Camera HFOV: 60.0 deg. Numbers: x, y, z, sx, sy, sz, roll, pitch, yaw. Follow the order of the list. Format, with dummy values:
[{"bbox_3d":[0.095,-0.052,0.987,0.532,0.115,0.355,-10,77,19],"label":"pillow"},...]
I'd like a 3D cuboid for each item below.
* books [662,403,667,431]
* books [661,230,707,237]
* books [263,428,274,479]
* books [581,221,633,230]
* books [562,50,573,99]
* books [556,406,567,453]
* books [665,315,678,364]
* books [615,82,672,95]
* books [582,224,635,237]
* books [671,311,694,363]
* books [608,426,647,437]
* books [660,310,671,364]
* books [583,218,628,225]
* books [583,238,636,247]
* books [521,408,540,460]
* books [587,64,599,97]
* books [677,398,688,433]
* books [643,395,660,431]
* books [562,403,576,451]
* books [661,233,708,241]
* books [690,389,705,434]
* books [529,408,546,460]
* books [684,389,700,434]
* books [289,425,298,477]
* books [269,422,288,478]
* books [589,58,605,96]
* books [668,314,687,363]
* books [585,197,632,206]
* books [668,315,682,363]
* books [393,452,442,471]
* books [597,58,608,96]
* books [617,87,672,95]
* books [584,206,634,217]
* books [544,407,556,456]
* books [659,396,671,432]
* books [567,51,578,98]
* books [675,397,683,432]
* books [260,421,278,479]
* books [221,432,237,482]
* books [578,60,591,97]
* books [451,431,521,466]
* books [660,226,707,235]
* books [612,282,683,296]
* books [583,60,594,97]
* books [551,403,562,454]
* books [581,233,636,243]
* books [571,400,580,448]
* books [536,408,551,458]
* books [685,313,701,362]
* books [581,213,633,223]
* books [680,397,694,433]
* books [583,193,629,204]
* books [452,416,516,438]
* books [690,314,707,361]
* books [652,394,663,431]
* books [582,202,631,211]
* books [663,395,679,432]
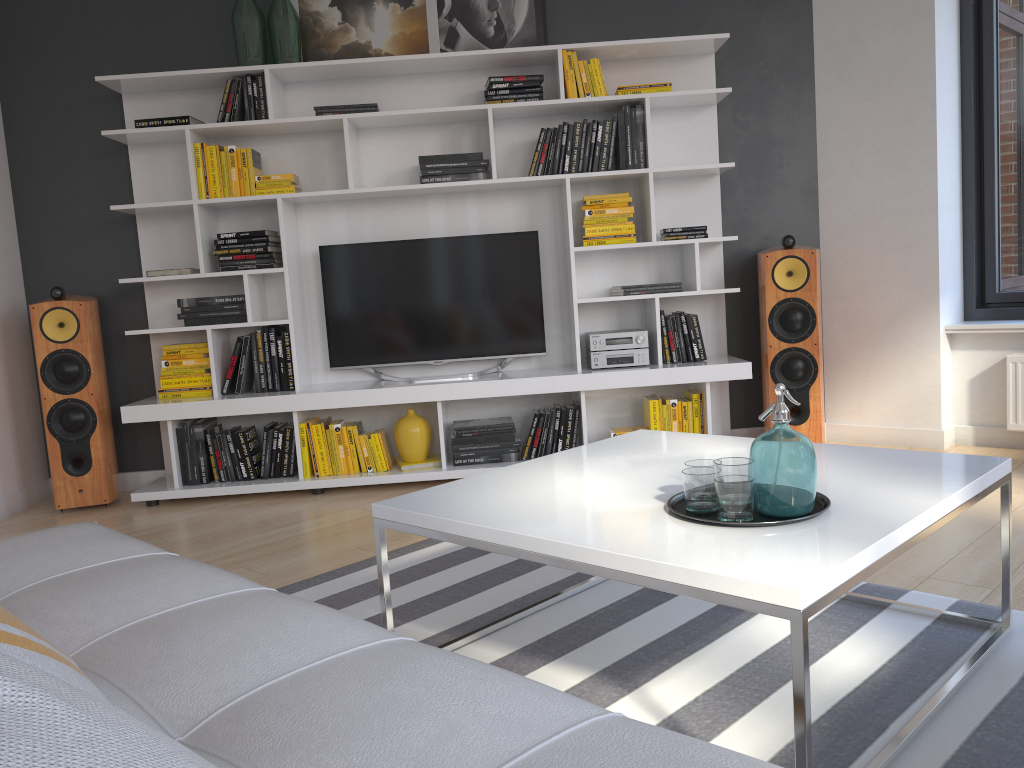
[{"bbox_3d":[0.751,0.209,4.430,0.024,0.229,0.156,-4,6,-1],"label":"books"},{"bbox_3d":[0.849,-0.743,4.402,0.198,0.015,0.142,-4,6,-2],"label":"books"},{"bbox_3d":[-1.195,0.341,4.420,0.069,0.242,0.172,-4,6,0],"label":"books"},{"bbox_3d":[0.475,-0.795,4.458,0.251,0.014,0.189,-4,6,3],"label":"books"},{"bbox_3d":[0.261,-1.480,4.293,0.041,0.229,0.161,-4,6,-2],"label":"books"},{"bbox_3d":[0.240,0.237,4.441,0.068,0.243,0.179,-4,6,-2],"label":"books"},{"bbox_3d":[0.788,-0.227,4.477,0.053,0.240,0.189,-4,6,0],"label":"books"},{"bbox_3d":[0.641,-1.438,4.355,0.257,0.024,0.203,-4,6,3],"label":"books"},{"bbox_3d":[0.480,-0.765,4.447,0.243,0.042,0.189,-4,6,0],"label":"books"},{"bbox_3d":[0.862,-0.240,4.474,0.066,0.255,0.193,-4,6,-1],"label":"books"},{"bbox_3d":[0.582,0.243,4.454,0.186,0.026,0.138,-4,6,0],"label":"books"},{"bbox_3d":[0.755,-0.241,4.479,0.053,0.268,0.202,-4,6,-1],"label":"books"},{"bbox_3d":[0.465,-0.809,4.436,0.217,0.023,0.145,-4,6,4],"label":"books"},{"bbox_3d":[0.486,-0.706,4.441,0.257,0.028,0.194,-4,6,5],"label":"books"},{"bbox_3d":[0.091,0.251,4.442,0.104,0.234,0.182,-4,6,0],"label":"books"},{"bbox_3d":[0.386,-1.453,4.285,0.046,0.161,0.108,-4,6,-1],"label":"books"},{"bbox_3d":[0.852,0.195,4.445,0.024,0.234,0.172,-4,6,0],"label":"books"},{"bbox_3d":[0.701,0.195,4.447,0.044,0.255,0.198,-4,6,0],"label":"books"},{"bbox_3d":[0.276,0.229,4.445,0.084,0.249,0.191,-4,6,0],"label":"books"},{"bbox_3d":[0.852,-0.724,4.401,0.213,0.023,0.161,-4,6,3],"label":"books"},{"bbox_3d":[0.932,0.170,4.462,0.025,0.270,0.213,-4,6,0],"label":"books"},{"bbox_3d":[0.124,0.249,4.447,0.096,0.234,0.187,-4,6,0],"label":"books"},{"bbox_3d":[0.906,0.173,4.453,0.029,0.270,0.204,-4,6,0],"label":"books"},{"bbox_3d":[-1.074,0.319,4.445,0.066,0.260,0.197,-4,6,0],"label":"books"},{"bbox_3d":[-1.172,0.329,4.445,0.075,0.254,0.192,-4,6,-1],"label":"books"},{"bbox_3d":[0.408,-1.468,4.298,0.064,0.184,0.141,-4,6,1],"label":"books"},{"bbox_3d":[0.834,-0.232,4.463,0.050,0.242,0.169,-4,6,-1],"label":"books"},{"bbox_3d":[0.482,-0.909,4.439,0.223,0.023,0.163,-4,6,4],"label":"books"},{"bbox_3d":[0.812,-0.227,4.471,0.049,0.236,0.170,-4,6,0],"label":"books"},{"bbox_3d":[-0.476,0.390,4.463,0.204,0.029,0.270,-6,7,-15],"label":"books"},{"bbox_3d":[0.431,-1.471,4.307,0.044,0.184,0.142,-4,6,0],"label":"books"},{"bbox_3d":[0.646,-1.412,4.349,0.257,0.028,0.194,-4,6,5],"label":"books"},{"bbox_3d":[0.484,-0.858,4.446,0.239,0.033,0.176,-4,6,3],"label":"books"},{"bbox_3d":[0.190,0.243,4.421,0.069,0.242,0.172,-4,6,0],"label":"books"},{"bbox_3d":[0.771,0.192,4.447,0.019,0.251,0.180,-4,6,0],"label":"books"},{"bbox_3d":[0.283,-1.481,4.312,0.041,0.224,0.163,-4,6,-2],"label":"books"},{"bbox_3d":[0.828,0.194,4.448,0.023,0.239,0.169,-4,6,0],"label":"books"},{"bbox_3d":[-1.218,0.329,4.447,0.066,0.260,0.197,-4,6,0],"label":"books"},{"bbox_3d":[-1.391,0.353,4.420,0.050,0.242,0.169,-4,6,-1],"label":"books"},{"bbox_3d":[0.346,-1.462,4.302,0.054,0.180,0.132,-4,6,0],"label":"books"},{"bbox_3d":[-0.133,0.310,4.475,0.343,0.137,0.277,-5,6,-5],"label":"books"},{"bbox_3d":[0.850,-0.764,4.415,0.213,0.023,0.161,-4,6,3],"label":"books"},{"bbox_3d":[0.676,-0.479,4.472,0.310,0.047,0.250,-5,6,-5],"label":"books"},{"bbox_3d":[0.367,-1.462,4.295,0.044,0.178,0.128,-4,6,-1],"label":"books"},{"bbox_3d":[0.212,0.232,4.446,0.075,0.254,0.192,-4,6,-1],"label":"books"},{"bbox_3d":[0.481,-0.732,4.446,0.257,0.024,0.203,-4,6,3],"label":"books"},{"bbox_3d":[0.310,0.222,4.446,0.066,0.260,0.197,-4,6,0],"label":"books"},{"bbox_3d":[0.156,0.247,4.434,0.081,0.233,0.169,-4,6,-1],"label":"books"},{"bbox_3d":[0.893,-0.236,4.467,0.066,0.242,0.177,-4,6,-1],"label":"books"},{"bbox_3d":[0.475,-0.832,4.451,0.239,0.019,0.171,-4,6,0],"label":"books"},{"bbox_3d":[0.878,0.193,4.449,0.024,0.234,0.172,-4,6,0],"label":"books"},{"bbox_3d":[0.470,-0.934,4.459,0.223,0.023,0.163,-4,6,4],"label":"books"},{"bbox_3d":[-0.146,0.217,4.487,0.310,0.047,0.250,-5,6,-5],"label":"books"},{"bbox_3d":[0.926,-0.238,4.499,0.077,0.233,0.179,-4,6,0],"label":"books"},{"bbox_3d":[0.732,0.191,4.449,0.015,0.263,0.199,-4,6,0],"label":"books"},{"bbox_3d":[0.476,-0.886,4.445,0.227,0.022,0.160,-2,7,15],"label":"books"},{"bbox_3d":[0.798,0.191,4.445,0.035,0.250,0.185,-4,6,0],"label":"books"}]
